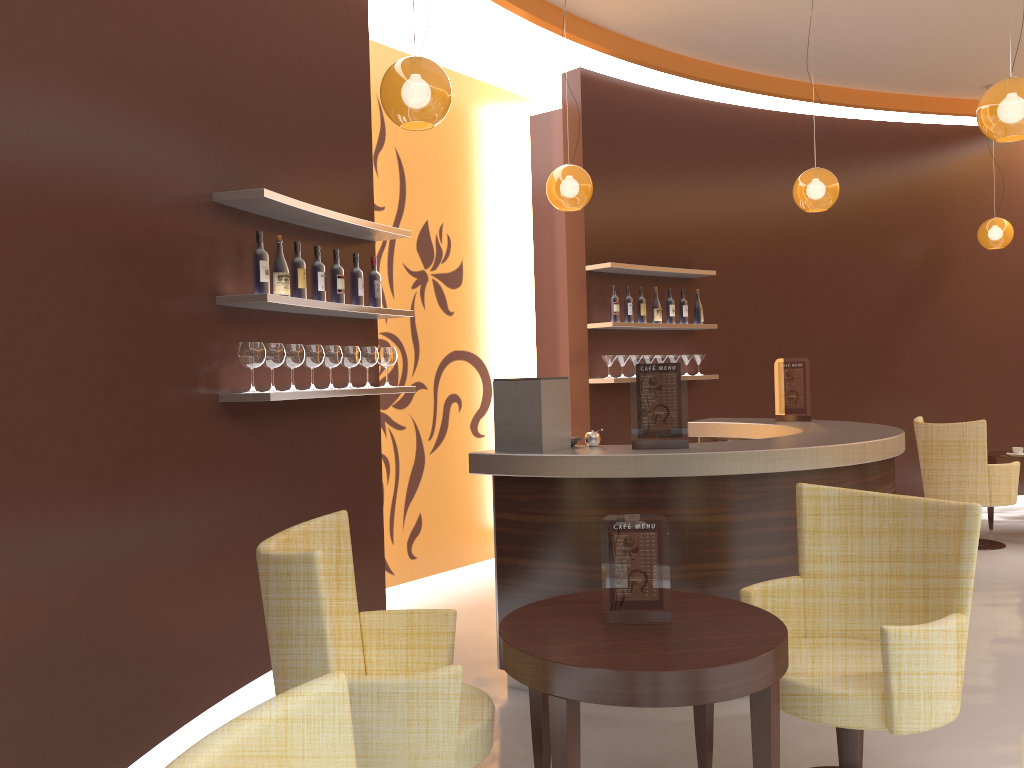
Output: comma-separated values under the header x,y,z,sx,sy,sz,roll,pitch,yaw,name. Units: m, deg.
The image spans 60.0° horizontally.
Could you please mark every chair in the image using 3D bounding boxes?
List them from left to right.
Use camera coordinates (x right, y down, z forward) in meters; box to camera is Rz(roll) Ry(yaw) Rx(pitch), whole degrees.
x,y,z,sx,sy,sz,roll,pitch,yaw,name
-0.395,0.932,2.653,0.685,1.017,0.729,-2,1,-3,chair
-0.090,0.939,1.009,0.685,1.017,0.729,-2,1,-7,chair
1.169,0.883,2.988,0.685,1.017,0.729,-2,1,-32,chair
3.609,0.773,7.056,0.685,1.017,0.729,-2,1,-13,chair

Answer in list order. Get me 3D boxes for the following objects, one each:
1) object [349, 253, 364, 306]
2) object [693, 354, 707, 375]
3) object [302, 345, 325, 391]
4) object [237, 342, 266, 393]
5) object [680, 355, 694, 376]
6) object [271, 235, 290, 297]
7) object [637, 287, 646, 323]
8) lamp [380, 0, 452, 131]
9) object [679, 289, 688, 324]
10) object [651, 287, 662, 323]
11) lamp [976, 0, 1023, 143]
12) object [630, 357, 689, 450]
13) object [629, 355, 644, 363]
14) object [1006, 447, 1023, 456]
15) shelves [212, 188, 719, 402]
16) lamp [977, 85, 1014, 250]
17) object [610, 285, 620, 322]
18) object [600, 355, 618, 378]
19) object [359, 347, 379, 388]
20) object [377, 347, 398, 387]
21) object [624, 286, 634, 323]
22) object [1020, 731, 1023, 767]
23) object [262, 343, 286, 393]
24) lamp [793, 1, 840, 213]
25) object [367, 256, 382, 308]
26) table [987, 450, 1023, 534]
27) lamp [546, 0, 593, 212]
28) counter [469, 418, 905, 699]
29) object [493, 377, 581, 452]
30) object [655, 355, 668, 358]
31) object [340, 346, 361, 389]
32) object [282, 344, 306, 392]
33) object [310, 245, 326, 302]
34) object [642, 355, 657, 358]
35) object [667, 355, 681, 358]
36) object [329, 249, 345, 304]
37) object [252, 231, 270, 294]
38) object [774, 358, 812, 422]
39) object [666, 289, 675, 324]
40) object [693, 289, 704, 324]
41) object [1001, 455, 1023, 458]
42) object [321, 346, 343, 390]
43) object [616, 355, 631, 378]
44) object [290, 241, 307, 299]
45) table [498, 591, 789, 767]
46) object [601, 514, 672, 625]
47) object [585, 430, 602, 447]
x,y,z,sx,sy,sz,roll,pitch,yaw,name
-0.827,-0.546,4.717,0.073,0.297,0.073,-2,1,-13,object
1.575,-0.160,7.479,0.137,0.174,0.137,-2,1,-35,object
-0.977,-0.079,4.334,0.125,0.221,0.125,-1,1,15,object
-1.136,-0.070,3.875,0.125,0.221,0.125,-1,1,15,object
1.451,-0.155,7.385,0.137,0.174,0.137,-1,1,15,object
-1.078,-0.538,4.121,0.086,0.303,0.086,-2,1,-31,object
1.028,-0.623,7.048,0.073,0.297,0.073,-2,1,-13,object
-0.416,-1.821,3.681,0.299,1.500,0.299,-2,1,-32,lamp
1.422,-0.637,7.362,0.073,0.297,0.073,-1,1,28,object
1.167,-0.633,7.173,0.086,0.303,0.086,-2,1,-26,object
2.339,-1.905,4.173,0.299,1.500,0.299,-2,1,-32,lamp
0.672,0.088,4.048,0.258,0.414,0.052,-2,1,4,object
0.973,-0.139,7.003,0.137,0.174,0.137,-2,1,-35,object
4.090,0.548,7.174,0.153,0.069,0.153,-1,1,16,object
0.102,-0.431,5.755,0.586,0.902,4.744,-1,1,37,shelves
4.460,-2.006,8.209,0.299,1.500,0.299,-2,1,-10,lamp
0.788,-0.614,6.825,0.073,0.297,0.073,-1,1,28,object
0.744,-0.131,6.794,0.137,0.174,0.137,-1,1,45,object
-0.782,-0.089,4.796,0.125,0.221,0.125,-1,1,15,object
-0.699,-0.093,4.944,0.125,0.221,0.125,-1,1,15,object
0.913,-0.618,6.943,0.073,0.297,0.073,-1,1,28,object
0.702,0.578,1.027,0.042,0.335,0.209,-2,1,-35,object
-1.089,-0.072,4.027,0.125,0.221,0.125,-1,1,15,object
2.022,-1.913,5.945,0.299,1.500,0.299,-2,1,8,lamp
-0.755,-0.550,4.865,0.073,0.297,0.073,-2,1,0,object
4.381,0.918,7.273,0.872,0.679,0.874,-1,1,26,table
0.349,-1.862,5.646,0.299,1.500,0.299,-2,1,8,lamp
1.293,0.820,4.875,1.586,1.100,2.917,-1,1,35,counter
0.131,0.139,4.264,0.270,0.340,0.373,-1,1,35,object
1.204,-0.146,7.197,0.137,0.174,0.137,-2,1,-35,object
-0.850,-0.085,4.640,0.125,0.221,0.125,-1,1,15,object
-1.036,-0.076,4.181,0.125,0.221,0.125,-1,1,15,object
-0.965,-0.539,4.410,0.073,0.297,0.073,-2,1,0,object
1.093,-0.142,7.101,0.137,0.174,0.137,-2,1,-35,object
1.325,-0.151,7.291,0.137,0.174,0.137,-2,1,-35,object
-0.900,-0.543,4.558,0.073,0.297,0.073,-2,1,0,object
-1.118,-0.530,3.943,0.073,0.297,0.073,-2,1,0,object
1.840,0.037,5.822,0.052,0.414,0.258,-2,1,-41,object
1.296,-0.632,7.265,0.073,0.297,0.073,-1,1,28,object
1.565,-0.647,7.465,0.086,0.303,0.086,-2,1,4,object
4.073,0.578,7.168,0.239,0.021,0.464,-2,1,4,object
-0.918,-0.082,4.486,0.125,0.221,0.125,-1,1,15,object
0.859,-0.135,6.899,0.137,0.174,0.137,-1,1,45,object
-1.027,-0.536,4.256,0.073,0.297,0.073,-2,1,-41,object
0.403,1.077,2.733,0.872,0.679,0.874,-1,1,36,table
0.383,0.570,2.743,0.209,0.335,0.042,-2,1,4,object
0.390,0.263,4.289,0.075,0.077,0.075,-2,1,-41,object
